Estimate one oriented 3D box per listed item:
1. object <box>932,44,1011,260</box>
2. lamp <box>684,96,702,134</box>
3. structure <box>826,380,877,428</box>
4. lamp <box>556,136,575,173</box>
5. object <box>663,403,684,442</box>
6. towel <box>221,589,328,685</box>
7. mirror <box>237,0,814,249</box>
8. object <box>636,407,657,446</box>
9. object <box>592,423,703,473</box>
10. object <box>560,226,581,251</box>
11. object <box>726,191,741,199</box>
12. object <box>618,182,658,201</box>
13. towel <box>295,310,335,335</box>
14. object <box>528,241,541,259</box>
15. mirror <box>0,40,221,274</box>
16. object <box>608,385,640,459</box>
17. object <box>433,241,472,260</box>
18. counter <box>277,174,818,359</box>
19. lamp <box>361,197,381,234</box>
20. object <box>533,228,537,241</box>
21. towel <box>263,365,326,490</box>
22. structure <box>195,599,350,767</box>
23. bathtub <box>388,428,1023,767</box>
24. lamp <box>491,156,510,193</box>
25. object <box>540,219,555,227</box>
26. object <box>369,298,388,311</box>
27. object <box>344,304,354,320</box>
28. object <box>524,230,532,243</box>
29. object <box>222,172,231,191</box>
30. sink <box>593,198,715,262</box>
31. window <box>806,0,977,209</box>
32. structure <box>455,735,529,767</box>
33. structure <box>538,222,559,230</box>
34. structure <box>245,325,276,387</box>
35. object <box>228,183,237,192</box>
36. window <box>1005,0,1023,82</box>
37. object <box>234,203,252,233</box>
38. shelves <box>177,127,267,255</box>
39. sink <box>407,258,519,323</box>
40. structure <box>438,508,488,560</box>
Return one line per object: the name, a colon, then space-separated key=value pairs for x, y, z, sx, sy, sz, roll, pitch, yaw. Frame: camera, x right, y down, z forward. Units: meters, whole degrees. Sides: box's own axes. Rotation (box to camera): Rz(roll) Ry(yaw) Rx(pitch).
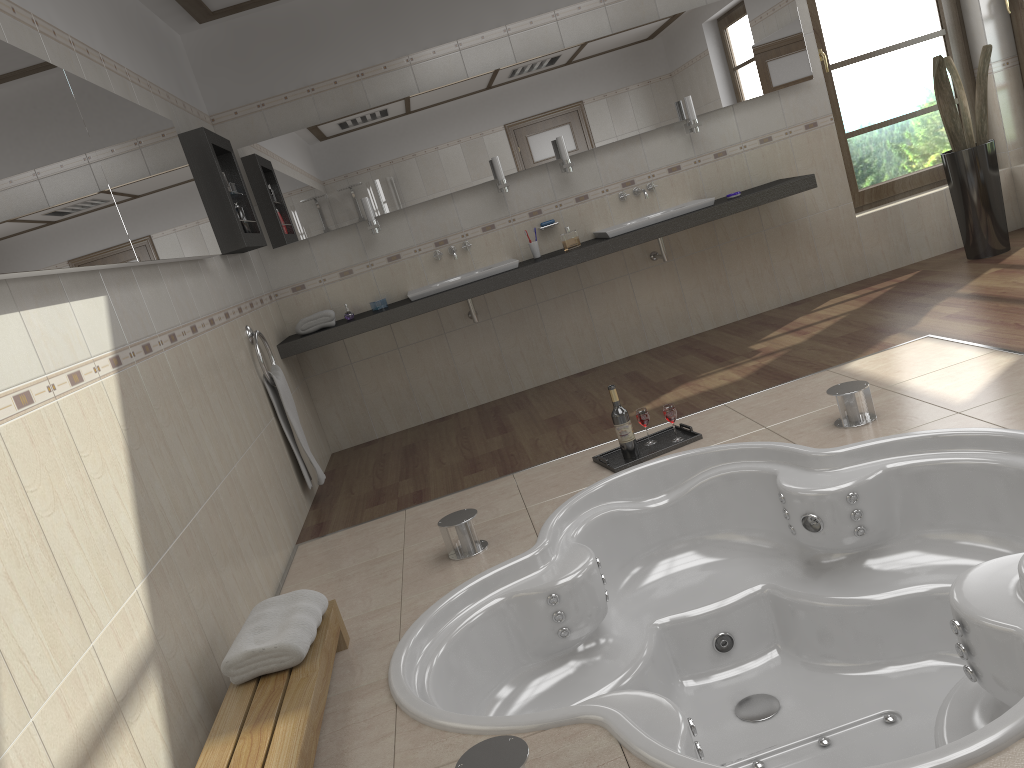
object: x=2.667 y=-1.337 z=5.214 sx=0.343 sy=1.209 sz=0.413 roll=-18 pitch=11 yaw=-3
lamp: x=1.067 y=-1.607 z=5.307 sx=0.068 sy=0.215 sz=0.131 roll=-18 pitch=11 yaw=-3
structure: x=1.248 y=0.074 z=3.261 sx=0.150 sy=0.131 sz=0.150 roll=-17 pitch=11 yaw=2
lamp: x=0.308 y=-1.359 z=5.268 sx=0.068 sy=0.215 sz=0.131 roll=-18 pitch=11 yaw=-3
object: x=0.663 y=0.159 z=3.651 sx=0.055 sy=0.153 sz=0.055 roll=-19 pitch=11 yaw=-10
towel: x=-0.660 y=0.699 z=2.496 sx=0.233 sy=0.099 sz=0.331 roll=-17 pitch=11 yaw=2
mirror: x=0.125 y=-1.611 z=5.275 sx=3.430 sy=0.600 sz=0.005 roll=-18 pitch=11 yaw=-3
object: x=0.561 y=0.178 z=3.721 sx=0.055 sy=0.153 sz=0.055 roll=-19 pitch=11 yaw=-10
object: x=0.556 y=0.257 z=3.686 sx=0.400 sy=0.040 sz=0.250 roll=-20 pitch=11 yaw=-13
object: x=0.339 y=-0.860 z=5.212 sx=0.100 sy=0.130 sz=0.040 roll=-23 pitch=12 yaw=-27
object: x=1.320 y=-1.126 z=5.284 sx=0.083 sy=0.020 sz=0.083 roll=-15 pitch=11 yaw=11
object: x=0.786 y=-1.164 z=5.397 sx=0.245 sy=0.082 sz=0.211 roll=-18 pitch=11 yaw=-3
towel: x=-1.147 y=-0.365 z=5.179 sx=0.233 sy=0.099 sz=0.331 roll=-19 pitch=11 yaw=-8
object: x=0.139 y=-0.805 z=5.337 sx=0.058 sy=0.100 sz=0.058 roll=-16 pitch=11 yaw=7
mirror: x=-1.195 y=-0.564 z=2.123 sx=0.005 sy=0.600 sz=3.600 roll=-18 pitch=11 yaw=-3
object: x=0.447 y=0.151 z=3.622 sx=0.070 sy=0.307 sz=0.070 roll=-25 pitch=13 yaw=-36
object: x=-0.353 y=-0.792 z=5.338 sx=0.245 sy=0.082 sz=0.211 roll=-18 pitch=11 yaw=-3
counter: x=0.193 y=-0.712 z=5.266 sx=3.220 sy=0.080 sz=0.510 roll=-18 pitch=11 yaw=-3
lamp: x=-0.832 y=-0.987 z=5.209 sx=0.068 sy=0.215 sz=0.131 roll=-18 pitch=11 yaw=-3
object: x=0.141 y=-0.847 z=5.323 sx=0.054 sy=0.175 sz=0.012 roll=-13 pitch=12 yaw=22
towel: x=-1.087 y=0.211 z=4.460 sx=0.101 sy=0.634 sz=0.280 roll=-19 pitch=11 yaw=-5
structure: x=-0.584 y=0.876 z=2.128 sx=0.260 sy=0.140 sz=1.280 roll=-18 pitch=11 yaw=-3
bathtub: x=0.727 y=0.787 z=2.559 sx=1.754 sy=0.674 sz=1.751 roll=-8 pitch=14 yaw=41
lamp: x=-0.072 y=-1.235 z=5.248 sx=0.068 sy=0.215 sz=0.131 roll=-18 pitch=11 yaw=-3
object: x=0.217 y=-0.982 z=5.416 sx=0.090 sy=0.027 sz=0.060 roll=-18 pitch=11 yaw=0
object: x=-0.788 y=-0.469 z=5.247 sx=0.072 sy=0.053 sz=0.102 roll=-23 pitch=12 yaw=-27
object: x=-0.958 y=-0.422 z=5.173 sx=0.059 sy=0.094 sz=0.059 roll=-19 pitch=11 yaw=-8
object: x=0.111 y=-0.836 z=5.306 sx=0.012 sy=0.178 sz=0.050 roll=-10 pitch=13 yaw=36
object: x=-1.451 y=-1.014 z=4.409 sx=0.040 sy=0.130 sz=0.100 roll=-17 pitch=11 yaw=2
sink: x=0.882 y=-0.877 z=5.356 sx=0.670 sy=0.288 sz=0.403 roll=-18 pitch=11 yaw=-3
window: x=2.395 y=-2.200 z=5.672 sx=0.998 sy=1.934 sz=0.117 roll=-18 pitch=11 yaw=-3
structure: x=-0.020 y=0.784 z=1.715 sx=0.150 sy=0.131 sz=0.150 roll=-20 pitch=11 yaw=-13
structure: x=0.222 y=-0.967 z=5.428 sx=0.124 sy=0.034 sz=0.092 roll=-18 pitch=11 yaw=-3
structure: x=-1.232 y=-0.140 z=4.379 sx=0.051 sy=0.332 sz=0.291 roll=-18 pitch=11 yaw=-3
object: x=-1.469 y=-1.000 z=4.573 sx=0.072 sy=0.053 sz=0.102 roll=-17 pitch=11 yaw=2
window: x=3.143 y=-2.293 z=4.954 sx=0.117 sy=1.934 sz=1.124 roll=-18 pitch=11 yaw=-3
object: x=-1.432 y=-0.870 z=4.700 sx=0.050 sy=0.184 sz=0.050 roll=-16 pitch=11 yaw=8
shelves: x=-1.463 y=-0.965 z=4.520 sx=0.135 sy=0.585 sz=0.608 roll=-18 pitch=11 yaw=-3
sink: x=-0.258 y=-0.505 z=5.298 sx=0.670 sy=0.288 sz=0.403 roll=-18 pitch=11 yaw=-3
structure: x=-0.176 y=0.540 z=3.187 sx=0.150 sy=0.131 sz=0.150 roll=-16 pitch=11 yaw=7
